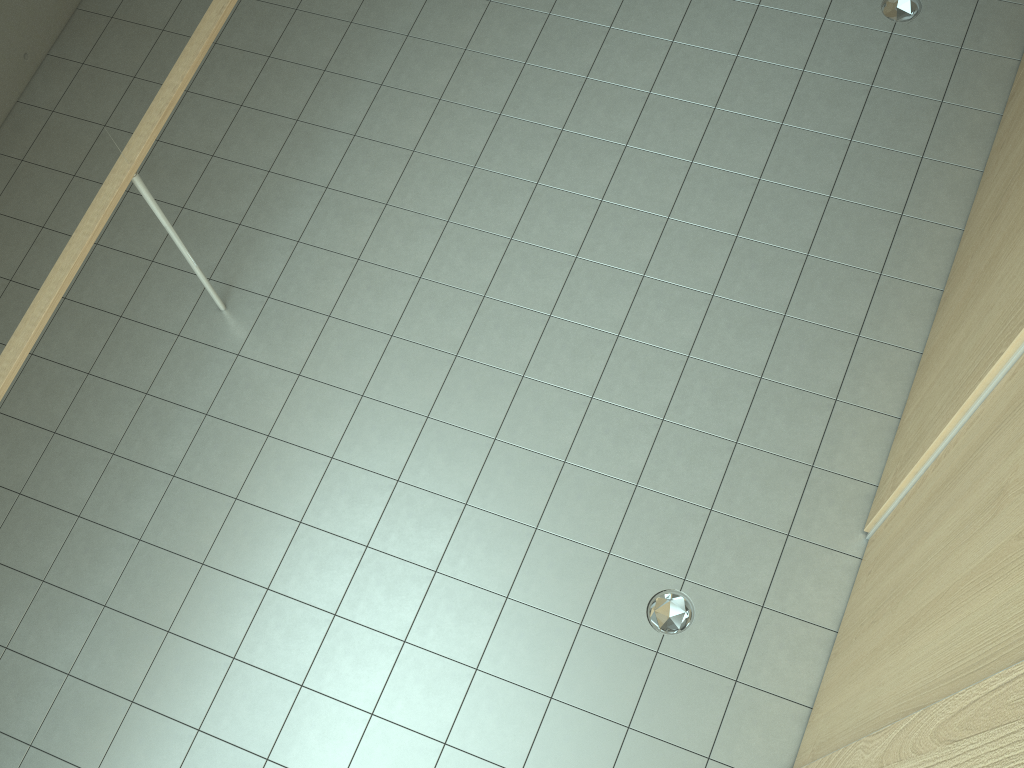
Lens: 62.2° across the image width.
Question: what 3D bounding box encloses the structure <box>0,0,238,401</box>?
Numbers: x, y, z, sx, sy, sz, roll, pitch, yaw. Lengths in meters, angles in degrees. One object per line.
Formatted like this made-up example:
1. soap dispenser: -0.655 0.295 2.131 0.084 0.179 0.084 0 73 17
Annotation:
1. structure: -2.530 -1.283 2.300 1.844 4.656 11.819 21 75 16
